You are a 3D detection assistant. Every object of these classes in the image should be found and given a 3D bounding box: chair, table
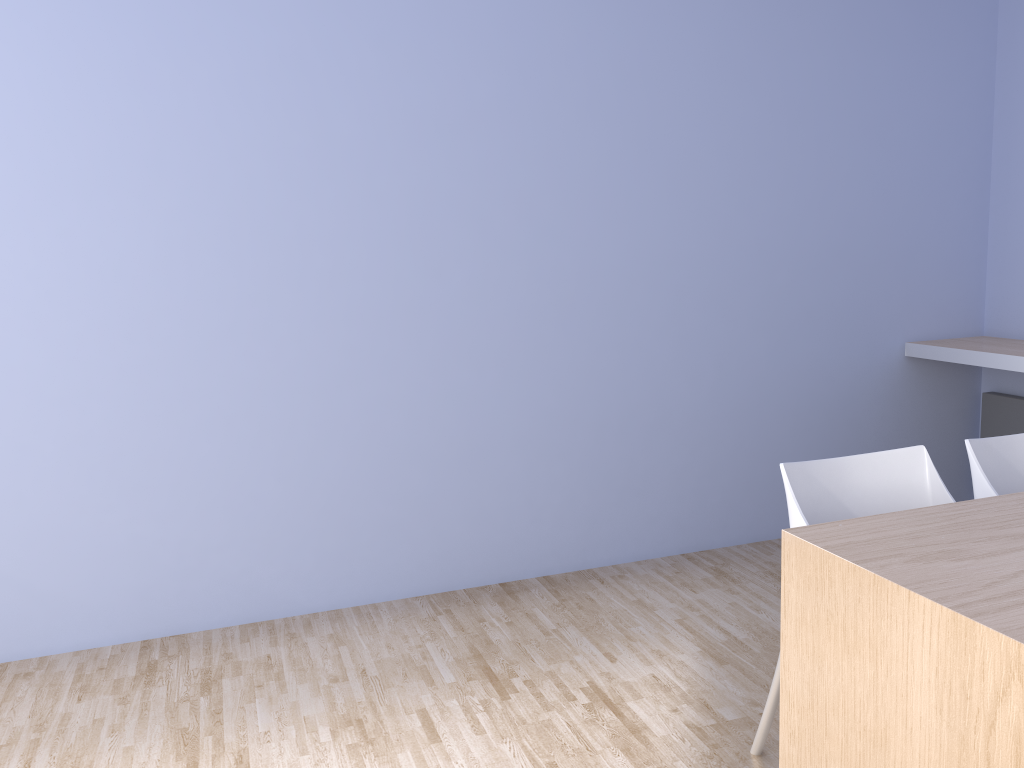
[{"bbox_3d":[1.472,0.542,2.314,0.510,0.793,0.486,-5,9,-18],"label":"chair"},{"bbox_3d":[1.858,0.637,1.849,2.340,0.718,1.002,-5,9,-18],"label":"table"},{"bbox_3d":[0.928,0.589,2.134,0.510,0.793,0.486,-5,9,-18],"label":"chair"}]

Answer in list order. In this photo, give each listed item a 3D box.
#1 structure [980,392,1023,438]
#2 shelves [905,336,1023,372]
[{"bbox_3d":[2.855,0.541,2.396,0.064,0.503,3.843,-5,9,-18],"label":"structure"},{"bbox_3d":[2.659,0.463,2.389,0.463,0.840,3.901,-5,9,-18],"label":"shelves"}]
